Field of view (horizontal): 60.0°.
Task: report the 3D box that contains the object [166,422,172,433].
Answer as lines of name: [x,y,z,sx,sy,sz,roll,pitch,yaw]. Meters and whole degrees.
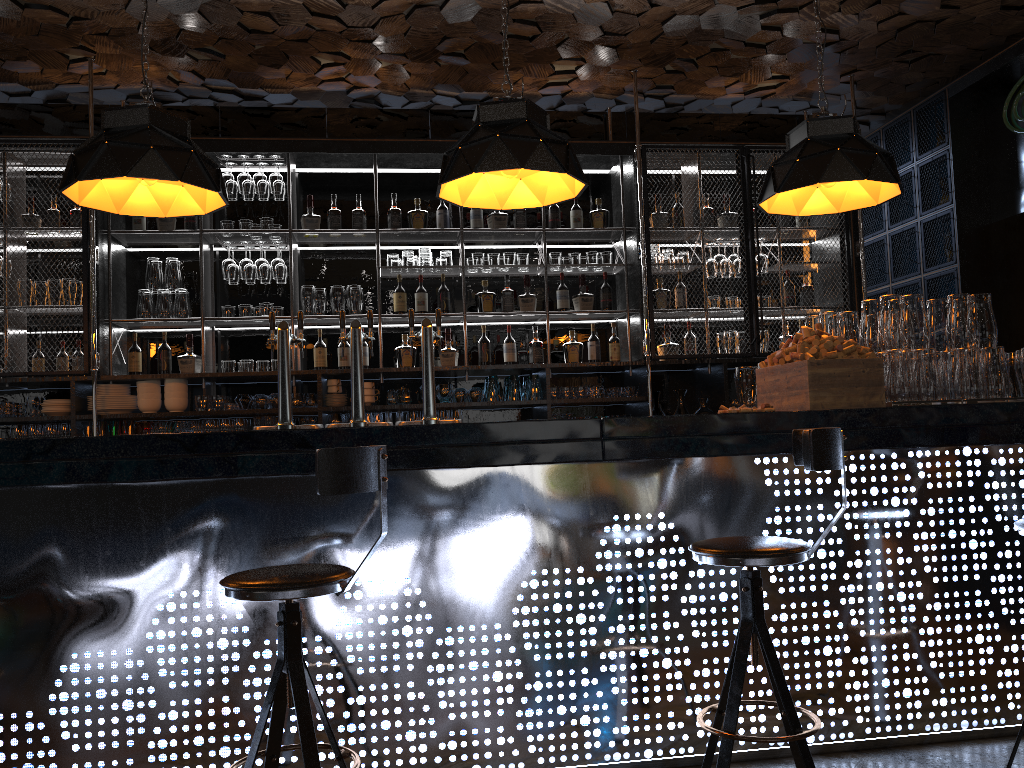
object: [-2.214,0.350,5.662,0.082,0.213,0.082,0,-4,-32]

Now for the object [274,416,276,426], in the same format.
object: [-1.559,0.322,5.737,0.071,0.226,0.071,0,-4,-36]

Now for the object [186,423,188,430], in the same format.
object: [-2.138,0.357,5.855,0.082,0.213,0.082,-2,-3,-9]

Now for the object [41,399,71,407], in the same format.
object: [-2.827,0.131,5.548,0.211,0.060,0.209,-4,-4,36]

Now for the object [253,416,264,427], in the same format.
object: [-1.625,0.322,5.686,0.071,0.226,0.071,0,-4,-36]

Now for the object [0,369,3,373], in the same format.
object: [-3.270,-0.054,5.622,0.077,0.080,0.077,-1,-3,-20]

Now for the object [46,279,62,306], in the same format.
object: [-2.943,-0.579,5.705,0.092,0.182,0.092,-1,-3,-13]

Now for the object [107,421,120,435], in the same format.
object: [-2.500,0.347,5.563,0.073,0.229,0.073,-1,-3,-19]

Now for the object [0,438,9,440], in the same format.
object: [-3.136,0.407,5.470,0.074,0.146,0.065,-1,-3,-14]

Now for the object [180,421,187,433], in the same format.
object: [-2.115,0.347,5.677,0.082,0.213,0.082,0,-4,-29]

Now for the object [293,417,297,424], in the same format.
object: [-1.453,0.326,5.811,0.092,0.218,0.092,-5,-4,42]

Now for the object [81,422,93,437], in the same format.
object: [-2.642,0.350,5.522,0.073,0.229,0.073,-1,-3,-19]

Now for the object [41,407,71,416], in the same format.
object: [-2.827,0.172,5.546,0.209,0.060,0.211,-5,-4,41]

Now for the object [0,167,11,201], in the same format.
object: [-3.313,-1.304,5.792,0.081,0.213,0.081,-2,-3,-3]

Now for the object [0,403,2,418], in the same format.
object: [-3.241,0.171,5.598,0.078,0.103,0.078,-4,-4,35]

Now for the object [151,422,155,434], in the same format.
object: [-2.305,0.353,5.652,0.082,0.213,0.082,-1,-3,-16]

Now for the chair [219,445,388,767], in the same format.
chair: [-0.515,0.714,2.175,0.476,1.108,0.419,-3,-3,7]

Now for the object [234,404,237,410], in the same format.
object: [-1.817,0.153,5.774,0.049,0.048,0.044,-1,-3,-21]

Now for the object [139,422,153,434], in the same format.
object: [-2.296,0.347,5.563,0.082,0.213,0.082,-3,-3,21]

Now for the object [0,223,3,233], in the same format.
object: [-3.338,-1.005,5.802,0.077,0.080,0.077,-4,-4,27]

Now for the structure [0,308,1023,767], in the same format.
structure: [-0.773,0.495,3.287,6.009,1.685,1.214,-2,-3,-8]

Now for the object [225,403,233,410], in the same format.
object: [-1.808,0.147,5.668,0.049,0.048,0.044,-4,-4,34]

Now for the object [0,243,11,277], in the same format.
object: [-3.294,-0.805,5.764,0.081,0.213,0.081,-2,-3,-3]

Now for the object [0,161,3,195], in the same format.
object: [-3.293,-1.312,5.649,0.081,0.213,0.081,-2,-3,-3]

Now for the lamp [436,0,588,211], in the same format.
lamp: [-0.033,-1.537,3.527,0.582,1.564,0.607,-2,-3,-8]

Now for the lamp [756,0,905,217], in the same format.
lamp: [1.331,-1.571,3.845,0.582,1.564,0.607,-2,-3,-8]

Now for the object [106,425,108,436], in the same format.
object: [-2.660,0.365,5.776,0.073,0.229,0.073,-1,-3,-19]

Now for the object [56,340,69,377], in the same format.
object: [-2.909,-0.152,5.743,0.075,0.260,0.075,-5,-4,41]

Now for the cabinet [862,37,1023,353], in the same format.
cabinet: [3.597,-0.469,5.453,0.691,3.514,4.416,-2,-3,-8]

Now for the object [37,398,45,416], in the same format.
object: [-3.046,0.156,5.715,0.074,0.131,0.074,-2,-3,5]

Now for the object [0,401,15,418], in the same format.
object: [-3.092,0.159,5.436,0.078,0.099,0.078,1,-4,-41]

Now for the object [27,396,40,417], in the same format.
object: [-2.992,0.144,5.545,0.074,0.131,0.074,-2,-3,5]

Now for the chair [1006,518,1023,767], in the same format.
chair: [1.711,0.653,2.613,0.476,1.108,0.419,-2,-3,2]

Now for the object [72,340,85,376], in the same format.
object: [-2.804,-0.156,5.737,0.075,0.260,0.075,-5,-4,41]

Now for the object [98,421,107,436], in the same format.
object: [-2.591,0.352,5.600,0.073,0.229,0.073,-1,-3,-19]

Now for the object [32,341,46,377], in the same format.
object: [-3.042,-0.148,5.701,0.075,0.261,0.075,-5,-4,41]

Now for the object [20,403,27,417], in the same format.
object: [-3.157,0.175,5.696,0.078,0.099,0.078,1,-4,-41]

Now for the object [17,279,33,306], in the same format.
object: [-3.105,-0.575,5.658,0.092,0.182,0.092,-1,-3,-13]

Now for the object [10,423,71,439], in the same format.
object: [-2.919,0.364,5.547,0.376,0.227,0.186,-2,-3,-10]

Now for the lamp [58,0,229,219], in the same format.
lamp: [-1.430,-1.488,3.443,0.582,1.564,0.607,-2,-3,-8]

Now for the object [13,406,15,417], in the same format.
object: [-3.137,0.165,5.520,0.078,0.099,0.078,1,-4,-41]

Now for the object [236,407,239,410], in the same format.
object: [-1.837,0.160,5.880,0.049,0.048,0.044,-4,-4,28]

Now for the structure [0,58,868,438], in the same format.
structure: [-0.863,-0.298,5.828,6.750,3.553,1.143,-2,-3,-8]

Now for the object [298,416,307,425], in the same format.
object: [-1.359,0.321,5.771,0.071,0.217,0.071,-2,-3,0]

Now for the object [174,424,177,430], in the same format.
object: [-2.237,0.360,5.838,0.082,0.213,0.082,-3,-3,22]

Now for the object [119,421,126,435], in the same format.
object: [-2.464,0.349,5.637,0.073,0.229,0.073,-1,-3,-19]

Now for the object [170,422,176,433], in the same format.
object: [-2.220,0.355,5.753,0.082,0.213,0.082,-3,-3,13]

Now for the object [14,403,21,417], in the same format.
object: [-3.149,0.170,5.612,0.078,0.099,0.078,1,-4,-41]

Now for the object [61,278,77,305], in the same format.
object: [-2.847,-0.583,5.698,0.092,0.182,0.092,-1,-3,-13]

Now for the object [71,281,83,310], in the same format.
object: [-2.850,-0.577,5.792,0.092,0.182,0.092,-1,-3,-13]

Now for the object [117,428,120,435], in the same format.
object: [-2.528,0.355,5.694,0.073,0.229,0.073,-1,-3,-19]

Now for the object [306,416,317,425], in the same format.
object: [-1.291,0.317,5.741,0.071,0.217,0.071,-2,-3,0]

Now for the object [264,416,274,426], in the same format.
object: [-1.548,0.317,5.657,0.071,0.226,0.071,0,-4,-36]

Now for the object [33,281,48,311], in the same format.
object: [-3.064,-0.571,5.765,0.092,0.182,0.092,-1,-3,-13]

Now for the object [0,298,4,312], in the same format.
object: [-3.311,-0.511,5.749,0.077,0.080,0.077,-1,-3,-13]

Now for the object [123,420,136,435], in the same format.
object: [-2.403,0.344,5.572,0.073,0.229,0.073,-1,-3,-19]

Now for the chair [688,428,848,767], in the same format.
chair: [0.682,0.680,2.397,0.476,1.108,0.419,-3,-3,7]

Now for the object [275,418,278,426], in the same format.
object: [-1.554,0.331,5.822,0.092,0.218,0.092,-5,-4,42]

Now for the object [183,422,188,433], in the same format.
object: [-2.127,0.352,5.766,0.082,0.213,0.082,-4,-3,24]
